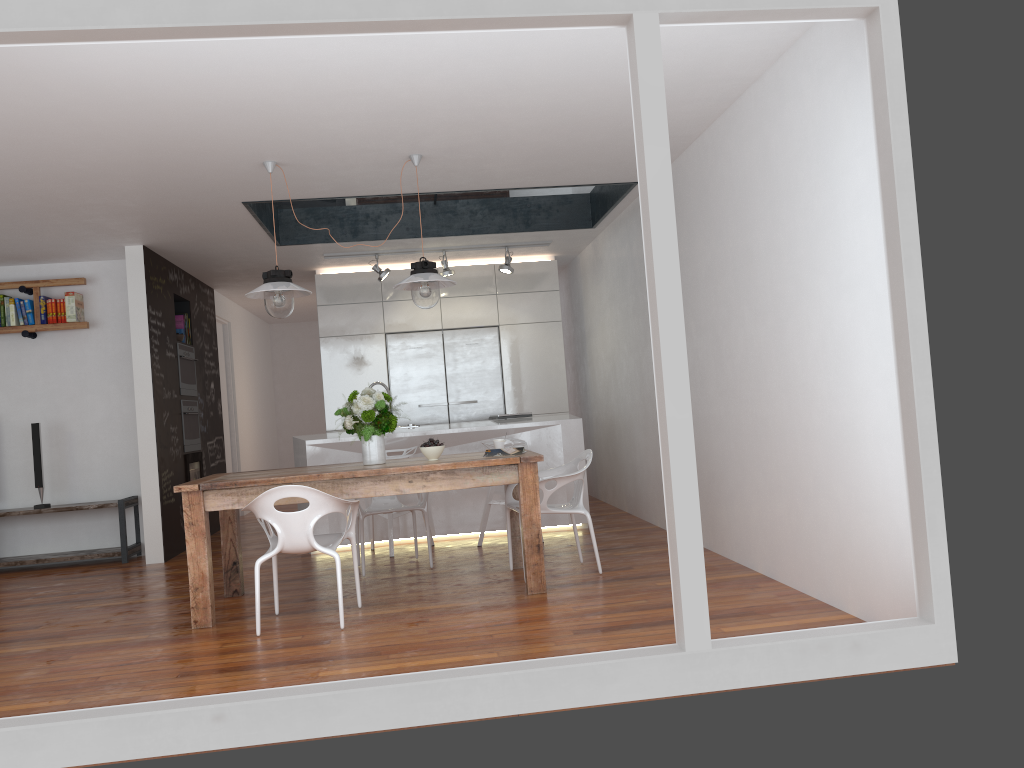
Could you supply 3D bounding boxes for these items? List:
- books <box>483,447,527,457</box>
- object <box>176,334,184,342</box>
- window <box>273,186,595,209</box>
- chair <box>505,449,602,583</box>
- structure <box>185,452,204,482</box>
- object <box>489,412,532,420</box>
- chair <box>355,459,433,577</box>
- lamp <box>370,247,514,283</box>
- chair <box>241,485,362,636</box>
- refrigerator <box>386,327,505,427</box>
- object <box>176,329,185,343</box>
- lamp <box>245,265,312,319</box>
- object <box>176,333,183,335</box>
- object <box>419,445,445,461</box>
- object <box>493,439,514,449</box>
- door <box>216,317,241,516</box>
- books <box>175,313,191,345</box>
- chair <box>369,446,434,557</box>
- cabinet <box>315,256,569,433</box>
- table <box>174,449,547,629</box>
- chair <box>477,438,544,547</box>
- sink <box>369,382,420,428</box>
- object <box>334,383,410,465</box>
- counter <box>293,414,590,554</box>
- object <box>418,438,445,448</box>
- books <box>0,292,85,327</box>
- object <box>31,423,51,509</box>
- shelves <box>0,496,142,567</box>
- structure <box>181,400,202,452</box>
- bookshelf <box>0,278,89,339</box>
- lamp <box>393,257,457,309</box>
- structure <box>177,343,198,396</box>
[{"bbox_3d":[-0.038,0.385,5.078,0.218,0.035,0.267,-5,-2,8],"label":"books"},{"bbox_3d":[-3.024,-0.405,8.002,0.132,0.069,0.132,-5,-2,27],"label":"object"},{"bbox_3d":[-0.562,-1.578,6.839,2.700,0.035,1.546,-4,-2,-6],"label":"window"},{"bbox_3d":[0.248,0.762,5.269,0.505,0.710,0.577,-4,-2,-11],"label":"chair"},{"bbox_3d":[-2.837,1.005,8.047,0.081,0.763,0.582,-4,-2,-6],"label":"structure"},{"bbox_3d":[-0.017,0.274,7.565,0.298,0.036,0.325,-4,-2,-16],"label":"object"},{"bbox_3d":[-0.823,0.863,5.918,0.577,0.710,0.505,-4,-2,-16],"label":"chair"},{"bbox_3d":[-0.641,-1.089,8.113,1.324,0.254,0.154,-4,-2,-6],"label":"lamp"},{"bbox_3d":[-1.044,0.841,4.456,0.577,0.710,0.505,-4,-2,-1],"label":"chair"},{"bbox_3d":[-0.618,0.369,8.755,1.119,1.811,0.142,-4,-2,-6],"label":"refrigerator"},{"bbox_3d":[-3.079,-0.431,8.140,0.136,0.136,0.110,-4,-2,-13],"label":"object"},{"bbox_3d":[-1.332,-0.525,5.060,0.372,0.306,0.372,-4,-2,-12],"label":"lamp"},{"bbox_3d":[-3.018,-0.440,8.005,0.077,0.042,0.116,-5,-2,7],"label":"object"},{"bbox_3d":[-0.450,0.393,5.039,0.146,0.079,0.146,-5,-2,2],"label":"object"},{"bbox_3d":[-0.051,0.372,5.375,0.127,0.078,0.082,-4,-2,-1],"label":"object"},{"bbox_3d":[-3.201,0.392,9.821,0.120,2.236,0.823,-4,-2,-6],"label":"door"},{"bbox_3d":[-3.141,-0.506,8.281,0.230,0.303,0.152,-4,-2,-6],"label":"books"},{"bbox_3d":[-0.875,0.861,6.558,0.492,0.765,0.428,-5,-2,4],"label":"chair"},{"bbox_3d":[-0.694,0.044,9.217,2.404,2.506,0.946,-4,-2,-6],"label":"cabinet"},{"bbox_3d":[-0.800,0.830,5.064,1.910,0.735,0.969,-4,-2,-6],"label":"table"},{"bbox_3d":[0.027,0.791,6.588,0.428,0.765,0.492,-6,-2,39],"label":"chair"},{"bbox_3d":[-1.034,0.260,7.497,0.492,0.570,0.459,-4,-2,-6],"label":"sink"},{"bbox_3d":[-0.827,0.225,5.107,0.371,0.476,0.432,-6,-2,35],"label":"object"},{"bbox_3d":[-0.604,0.789,7.275,2.289,0.903,0.956,-4,-2,-6],"label":"counter"},{"bbox_3d":[-0.454,0.343,5.040,0.159,0.095,0.141,-4,-2,-21],"label":"object"},{"bbox_3d":[-3.760,-1.478,7.643,5.671,1.974,0.733,-4,-2,-17],"label":"books"},{"bbox_3d":[-3.813,0.658,7.158,0.089,0.687,0.089,-5,-2,4],"label":"object"},{"bbox_3d":[-4.830,1.314,7.091,3.473,0.506,0.414,-4,-2,-6],"label":"shelves"},{"bbox_3d":[-2.895,0.376,8.063,0.052,0.462,0.585,-4,-2,-6],"label":"structure"},{"bbox_3d":[-5.006,-0.535,7.231,2.983,0.465,0.161,-4,-2,-6],"label":"bookshelf"},{"bbox_3d":[-0.507,-0.587,5.153,0.372,0.306,0.372,-3,-2,-45],"label":"lamp"},{"bbox_3d":[-2.934,-0.125,8.077,0.052,0.462,0.585,-4,-2,-6],"label":"structure"}]
